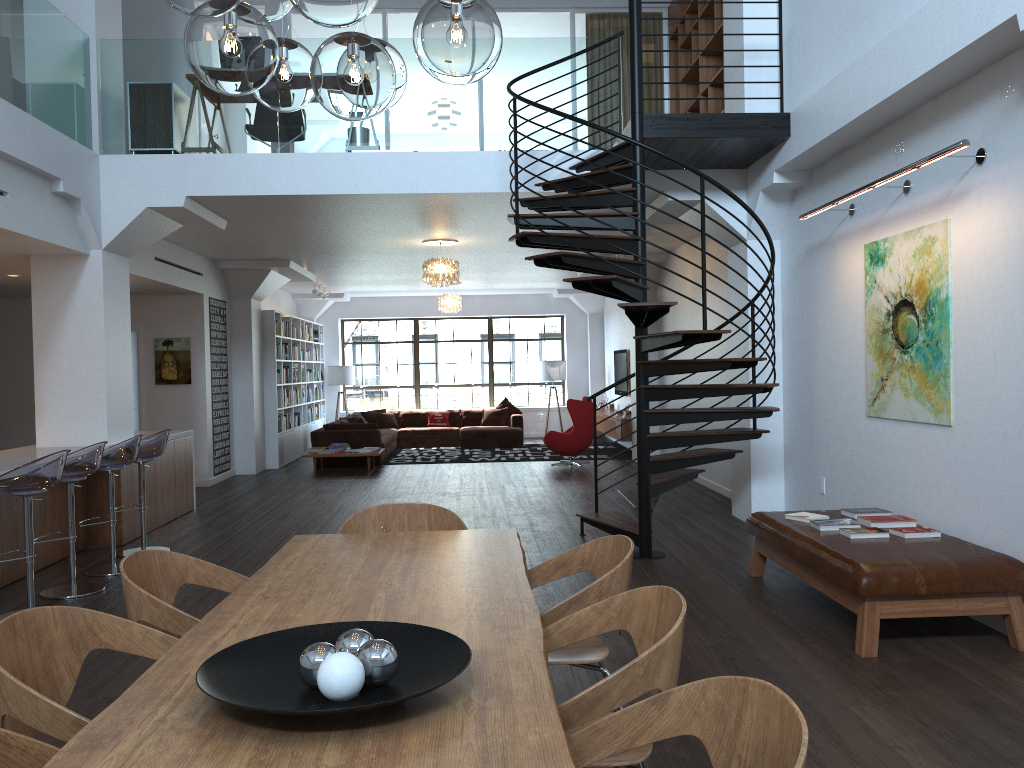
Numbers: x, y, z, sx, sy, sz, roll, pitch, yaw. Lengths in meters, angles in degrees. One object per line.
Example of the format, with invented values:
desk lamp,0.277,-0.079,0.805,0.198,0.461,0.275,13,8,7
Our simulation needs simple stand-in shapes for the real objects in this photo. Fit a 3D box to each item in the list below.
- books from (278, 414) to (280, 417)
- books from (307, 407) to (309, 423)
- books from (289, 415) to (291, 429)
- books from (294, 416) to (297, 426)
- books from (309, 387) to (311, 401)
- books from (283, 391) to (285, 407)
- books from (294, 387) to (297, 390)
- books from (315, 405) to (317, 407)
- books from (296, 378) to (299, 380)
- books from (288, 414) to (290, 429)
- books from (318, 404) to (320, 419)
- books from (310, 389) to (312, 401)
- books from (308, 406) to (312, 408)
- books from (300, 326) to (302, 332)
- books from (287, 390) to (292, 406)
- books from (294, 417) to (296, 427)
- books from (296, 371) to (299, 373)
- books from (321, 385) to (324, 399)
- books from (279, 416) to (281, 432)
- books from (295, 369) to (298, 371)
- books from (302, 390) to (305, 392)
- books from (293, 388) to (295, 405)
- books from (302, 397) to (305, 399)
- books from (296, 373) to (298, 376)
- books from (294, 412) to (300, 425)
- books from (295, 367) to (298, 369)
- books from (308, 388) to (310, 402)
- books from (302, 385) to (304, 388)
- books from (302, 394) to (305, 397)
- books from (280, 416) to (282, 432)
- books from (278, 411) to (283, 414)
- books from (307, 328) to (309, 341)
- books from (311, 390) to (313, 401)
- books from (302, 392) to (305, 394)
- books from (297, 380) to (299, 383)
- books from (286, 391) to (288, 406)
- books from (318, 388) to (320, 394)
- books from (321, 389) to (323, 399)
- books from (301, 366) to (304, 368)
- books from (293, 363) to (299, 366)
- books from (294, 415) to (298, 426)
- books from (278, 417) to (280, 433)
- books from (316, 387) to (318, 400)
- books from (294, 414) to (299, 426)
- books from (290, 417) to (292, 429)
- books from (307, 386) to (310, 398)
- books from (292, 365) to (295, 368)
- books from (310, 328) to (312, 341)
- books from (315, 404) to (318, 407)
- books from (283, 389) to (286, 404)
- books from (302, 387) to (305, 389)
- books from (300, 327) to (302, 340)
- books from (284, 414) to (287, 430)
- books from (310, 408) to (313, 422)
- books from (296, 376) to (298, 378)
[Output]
books,-3.692,0.479,13.734,0.174,0.045,0.240,-1,1,-13
books,-3.813,0.572,16.199,0.198,0.284,0.066,-1,1,-3
books,-3.729,0.623,14.568,0.174,0.236,0.142,-1,1,-3
books,-3.748,0.644,15.181,0.126,0.173,0.032,-1,1,-3
books,-3.827,0.187,16.406,0.176,0.293,0.125,-1,1,-3
books,-3.722,0.245,14.208,0.171,0.246,0.057,-1,1,-3
books,-3.768,0.207,15.204,0.176,0.290,0.036,-1,1,-3
books,-3.867,0.556,17.141,0.198,0.284,0.066,-1,1,-3
books,-3.792,-0.081,15.336,0.160,0.039,0.251,-1,1,2
books,-3.724,0.615,14.478,0.183,0.253,0.042,-1,1,-3
books,-3.874,0.547,17.472,0.176,0.290,0.053,-1,1,-3
books,-3.825,0.209,16.495,0.174,0.242,0.105,-1,1,-3
books,-3.826,0.562,16.582,0.176,0.290,0.036,-1,1,-3
books,-3.826,-0.905,15.811,0.160,0.251,0.031,-1,1,-3
books,-3.739,0.233,14.668,0.183,0.253,0.034,-1,1,-3
books,-3.740,0.649,15.080,0.120,0.167,0.020,-1,1,-3
books,-3.798,-0.208,15.339,0.183,0.042,0.253,-1,1,-3
books,-3.892,0.163,17.904,0.176,0.290,0.053,-1,1,-3
books,-3.695,0.627,13.798,0.183,0.253,0.042,-1,1,-3
books,-3.805,-0.244,15.345,0.161,0.033,0.223,-1,1,-3
books,-3.817,0.131,15.802,0.223,0.032,0.161,-1,1,-3
books,-3.752,0.211,14.932,0.176,0.290,0.053,-1,1,-3
books,-3.832,0.248,15.818,0.259,0.040,0.180,-1,1,-3
books,-3.805,-0.165,15.344,0.168,0.045,0.231,-1,1,-8
books,-3.770,0.610,15.463,0.140,0.231,0.042,-1,1,-3
books,-3.822,-0.273,15.367,0.223,0.027,0.161,-1,1,-13
books,-3.806,0.209,16.241,0.182,0.253,0.098,-1,1,-3
books,-3.807,0.045,15.787,0.185,0.041,0.129,-1,1,12
books,-3.818,0.206,15.804,0.231,0.044,0.168,-1,1,-8
books,-3.698,0.626,13.881,0.180,0.251,0.048,-1,1,-3
books,-3.683,0.443,13.712,0.223,0.027,0.161,-1,1,7
books,-3.851,-0.913,16.417,0.171,0.246,0.057,-1,1,-3
books,-3.827,0.218,16.622,0.161,0.222,0.084,-1,1,-3
books,-3.823,0.165,15.796,0.253,0.040,0.183,-1,1,-3
books,-3.789,-0.042,15.339,0.171,0.039,0.246,-1,1,-3
books,-3.729,0.241,14.417,0.171,0.246,0.057,-1,1,-3
books,-3.875,0.202,17.423,0.168,0.228,0.139,-1,1,-3
books,-3.880,0.204,17.754,0.161,0.213,0.118,-1,1,-3
books,-3.811,-0.293,15.685,0.223,0.031,0.161,-1,1,-3
books,-3.794,-0.333,15.355,0.129,0.043,0.185,-1,1,12
books,-3.753,0.634,15.237,0.139,0.191,0.036,-1,1,-3
books,-3.679,0.635,13.687,0.174,0.240,0.054,-1,1,-3
books,-3.864,0.192,17.199,0.183,0.253,0.042,-1,1,-3
books,-3.753,0.627,15.296,0.146,0.202,0.027,-1,1,-3
books,-3.724,0.637,14.625,0.161,0.207,0.135,-1,1,-3
books,-3.828,0.189,16.344,0.197,0.290,0.136,-1,1,-3
books,-3.767,-0.292,14.948,0.174,0.045,0.240,-1,1,-3
books,-3.861,-0.921,16.669,0.183,0.253,0.034,-1,1,-3
books,-3.843,0.546,17.255,0.140,0.298,0.044,-1,1,-3
books,-3.729,0.222,14.290,0.176,0.290,0.053,-1,1,-3
books,-3.803,0.077,15.795,0.208,0.024,0.144,-1,1,2
books,-3.816,-0.895,15.676,0.174,0.236,0.136,-1,1,-3
books,-3.717,0.618,14.239,0.183,0.253,0.042,-1,1,-3
books,-3.815,0.581,16.548,0.183,0.253,0.034,-1,1,-3
books,-3.817,-0.121,15.330,0.180,0.042,0.259,-1,1,-3
